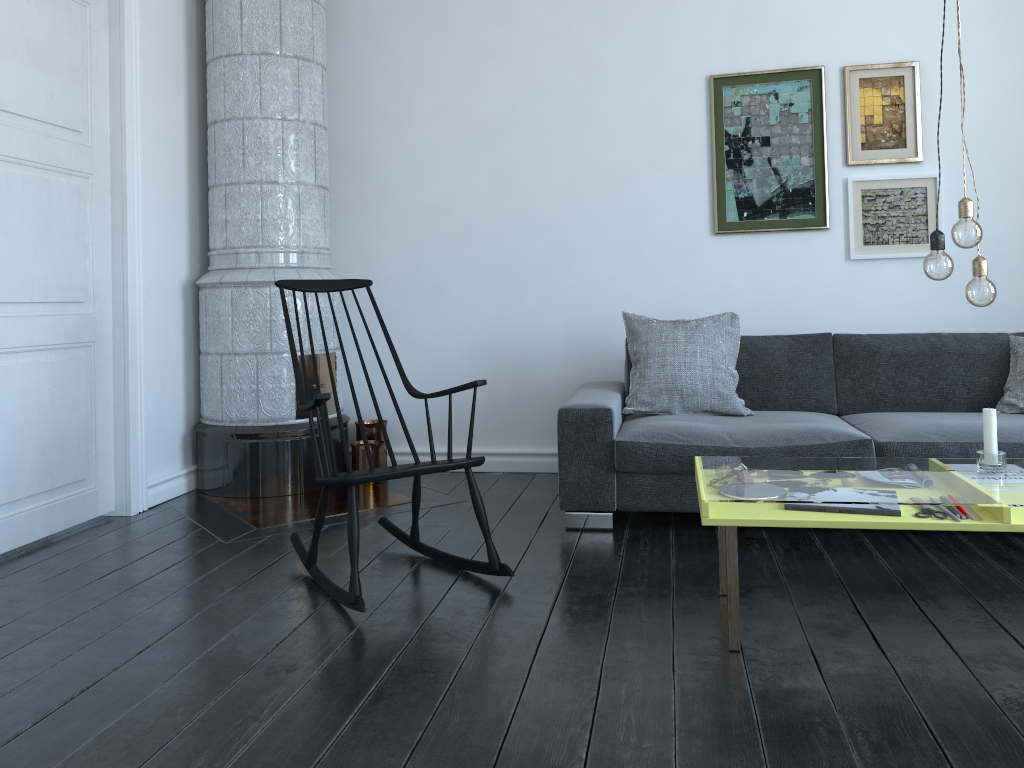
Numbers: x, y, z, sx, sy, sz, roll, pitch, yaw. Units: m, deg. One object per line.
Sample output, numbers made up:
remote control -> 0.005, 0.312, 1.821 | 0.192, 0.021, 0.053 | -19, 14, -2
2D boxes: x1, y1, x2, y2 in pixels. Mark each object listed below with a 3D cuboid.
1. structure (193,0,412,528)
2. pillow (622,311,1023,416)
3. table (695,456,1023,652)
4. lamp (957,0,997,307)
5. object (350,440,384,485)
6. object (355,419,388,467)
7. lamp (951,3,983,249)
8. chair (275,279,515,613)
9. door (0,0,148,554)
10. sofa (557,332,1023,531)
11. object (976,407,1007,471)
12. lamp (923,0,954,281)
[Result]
structure -> -1.116, -0.928, 4.365 | 0.779, 2.896, 1.267 | -1, -1, -35
pillow -> 1.507, -0.094, 3.831 | 2.053, 0.493, 0.479 | 0, 2, 15
table -> 1.216, 0.453, 2.352 | 1.399, 0.400, 0.602 | 0, 3, 10
lamp -> 1.221, -0.953, 2.344 | 0.074, 1.500, 0.089 | -2, -2, 34
object -> -0.733, 0.398, 4.475 | 0.174, 0.200, 0.172 | -1, 2, 0
object -> -0.742, 0.340, 4.659 | 0.173, 0.281, 0.176 | -1, 1, 10
lamp -> 1.178, -1.105, 2.331 | 0.074, 1.500, 0.074 | 0, -2, -33
chair -> -0.475, 0.130, 3.007 | 0.613, 1.006, 0.905 | -2, 2, -35
door -> -1.833, -0.615, 3.443 | 0.116, 2.479, 1.169 | -2, 0, 10
sofa -> 1.429, 0.154, 3.732 | 2.371, 0.724, 1.088 | -1, 3, 10
object -> 1.347, 0.152, 2.478 | 0.074, 0.174, 0.074 | -1, 0, -45
lamp -> 1.118, -1.023, 2.351 | 0.074, 1.500, 0.086 | -1, -2, -28
